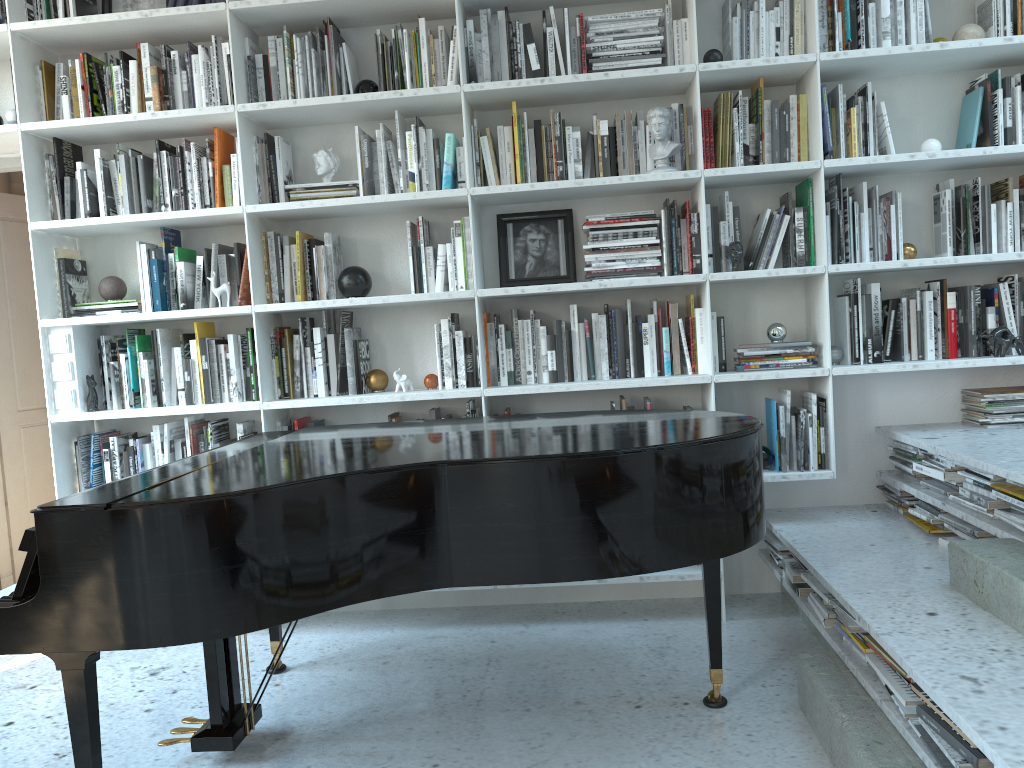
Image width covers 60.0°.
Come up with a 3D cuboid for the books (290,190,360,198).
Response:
[{"bbox_3d":[-0.723,-0.732,3.469,0.254,0.012,0.160,-4,3,0],"label":"books"}]

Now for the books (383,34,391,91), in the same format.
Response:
[{"bbox_3d":[-0.464,-1.191,3.397,0.005,0.236,0.178,-3,4,5],"label":"books"}]

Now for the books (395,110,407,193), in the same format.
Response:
[{"bbox_3d":[-0.419,-0.872,3.435,0.010,0.330,0.173,-3,4,5],"label":"books"}]

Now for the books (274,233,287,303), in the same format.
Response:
[{"bbox_3d":[-0.893,-0.449,3.510,0.026,0.275,0.154,-3,4,5],"label":"books"}]

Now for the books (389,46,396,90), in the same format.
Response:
[{"bbox_3d":[-0.443,-1.176,3.419,0.011,0.200,0.162,-3,4,5],"label":"books"}]

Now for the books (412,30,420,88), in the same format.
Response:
[{"bbox_3d":[-0.356,-1.207,3.409,0.017,0.253,0.139,-3,4,5],"label":"books"}]

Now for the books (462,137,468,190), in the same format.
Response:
[{"bbox_3d":[-0.163,-0.832,3.431,0.026,0.217,0.126,-3,4,5],"label":"books"}]

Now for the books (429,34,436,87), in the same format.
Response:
[{"bbox_3d":[-0.290,-1.199,3.407,0.011,0.230,0.165,-3,4,5],"label":"books"}]

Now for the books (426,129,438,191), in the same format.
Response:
[{"bbox_3d":[-0.301,-0.843,3.444,0.022,0.256,0.152,-3,4,5],"label":"books"}]

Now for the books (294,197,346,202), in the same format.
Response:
[{"bbox_3d":[-0.720,-0.708,3.481,0.254,0.012,0.160,-3,3,5],"label":"books"}]

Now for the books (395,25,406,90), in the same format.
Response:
[{"bbox_3d":[-0.423,-1.214,3.413,0.005,0.275,0.157,-3,4,5],"label":"books"}]

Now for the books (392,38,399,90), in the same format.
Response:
[{"bbox_3d":[-0.428,-1.183,3.394,0.006,0.216,0.181,-3,4,5],"label":"books"}]

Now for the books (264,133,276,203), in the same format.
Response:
[{"bbox_3d":[-0.937,-0.826,3.501,0.011,0.298,0.135,-3,4,5],"label":"books"}]

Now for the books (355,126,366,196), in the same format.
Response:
[{"bbox_3d":[-0.574,-0.840,3.445,0.012,0.285,0.159,-3,4,5],"label":"books"}]

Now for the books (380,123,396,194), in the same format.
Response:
[{"bbox_3d":[-0.477,-0.846,3.433,0.012,0.286,0.167,-3,4,5],"label":"books"}]

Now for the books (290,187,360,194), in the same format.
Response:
[{"bbox_3d":[-0.723,-0.744,3.472,0.254,0.012,0.160,-4,3,2],"label":"books"}]

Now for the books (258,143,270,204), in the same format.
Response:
[{"bbox_3d":[-0.954,-0.804,3.486,0.024,0.257,0.133,-3,4,5],"label":"books"}]

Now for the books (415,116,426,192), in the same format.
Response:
[{"bbox_3d":[-0.343,-0.862,3.424,0.011,0.301,0.178,-3,4,5],"label":"books"}]

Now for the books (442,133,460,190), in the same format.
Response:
[{"bbox_3d":[-0.235,-0.832,3.416,0.060,0.228,0.179,-3,4,5],"label":"books"}]

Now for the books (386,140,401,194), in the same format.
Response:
[{"bbox_3d":[-0.444,-0.819,3.449,0.048,0.225,0.149,-3,4,5],"label":"books"}]

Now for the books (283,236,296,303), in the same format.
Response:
[{"bbox_3d":[-0.863,-0.444,3.501,0.036,0.263,0.166,-3,4,5],"label":"books"}]

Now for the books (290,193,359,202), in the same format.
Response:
[{"bbox_3d":[-0.722,-0.719,3.472,0.254,0.012,0.160,-4,3,1],"label":"books"}]

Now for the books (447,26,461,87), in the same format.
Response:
[{"bbox_3d":[-0.210,-1.206,3.370,0.064,0.237,0.208,-3,4,5],"label":"books"}]

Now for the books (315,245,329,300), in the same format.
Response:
[{"bbox_3d":[-0.726,-0.429,3.487,0.028,0.216,0.175,-3,4,5],"label":"books"}]

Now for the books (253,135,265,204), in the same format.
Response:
[{"bbox_3d":[-0.973,-0.817,3.493,0.012,0.285,0.159,-3,4,5],"label":"books"}]

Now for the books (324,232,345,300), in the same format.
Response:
[{"bbox_3d":[-0.698,-0.456,3.498,0.028,0.266,0.144,-3,4,5],"label":"books"}]

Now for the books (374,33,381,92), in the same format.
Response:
[{"bbox_3d":[-0.502,-1.199,3.428,0.005,0.254,0.160,-3,4,5],"label":"books"}]

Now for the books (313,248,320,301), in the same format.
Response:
[{"bbox_3d":[-0.744,-0.424,3.492,0.011,0.208,0.180,-3,4,5],"label":"books"}]

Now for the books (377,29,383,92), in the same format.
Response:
[{"bbox_3d":[-0.493,-1.211,3.434,0.012,0.276,0.129,-3,4,5],"label":"books"}]

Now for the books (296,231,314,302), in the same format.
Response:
[{"bbox_3d":[-0.808,-0.452,3.478,0.026,0.274,0.190,-3,4,5],"label":"books"}]

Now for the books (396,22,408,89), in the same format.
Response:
[{"bbox_3d":[-0.404,-1.222,3.421,0.033,0.288,0.155,-3,4,5],"label":"books"}]

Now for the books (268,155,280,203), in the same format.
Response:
[{"bbox_3d":[-0.913,-0.783,3.492,0.034,0.210,0.136,-3,4,5],"label":"books"}]

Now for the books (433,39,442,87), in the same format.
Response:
[{"bbox_3d":[-0.272,-1.193,3.407,0.024,0.216,0.142,-3,4,5],"label":"books"}]

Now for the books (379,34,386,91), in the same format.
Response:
[{"bbox_3d":[-0.481,-1.193,3.407,0.005,0.240,0.173,-3,4,5],"label":"books"}]

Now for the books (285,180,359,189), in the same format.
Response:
[{"bbox_3d":[-0.725,-0.768,3.468,0.285,0.012,0.159,-4,3,1],"label":"books"}]

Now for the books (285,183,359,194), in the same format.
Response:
[{"bbox_3d":[-0.724,-0.756,3.474,0.285,0.012,0.159,-3,3,7],"label":"books"}]

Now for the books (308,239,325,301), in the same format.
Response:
[{"bbox_3d":[-0.763,-0.444,3.513,0.028,0.248,0.142,-3,4,5],"label":"books"}]

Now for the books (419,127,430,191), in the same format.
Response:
[{"bbox_3d":[-0.325,-0.843,3.425,0.023,0.260,0.170,-3,4,5],"label":"books"}]

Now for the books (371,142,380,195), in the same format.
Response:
[{"bbox_3d":[-0.513,-0.816,3.465,0.024,0.227,0.137,-3,4,5],"label":"books"}]

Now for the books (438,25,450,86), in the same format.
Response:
[{"bbox_3d":[-0.252,-1.214,3.394,0.022,0.257,0.155,-3,4,5],"label":"books"}]

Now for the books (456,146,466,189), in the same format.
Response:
[{"bbox_3d":[-0.189,-0.812,3.432,0.027,0.181,0.141,-3,4,5],"label":"books"}]

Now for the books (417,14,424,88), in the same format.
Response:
[{"bbox_3d":[-0.336,-1.234,3.401,0.006,0.304,0.165,-3,4,5],"label":"books"}]

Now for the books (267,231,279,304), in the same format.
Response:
[{"bbox_3d":[-0.919,-0.452,3.506,0.025,0.285,0.145,-3,4,5],"label":"books"}]

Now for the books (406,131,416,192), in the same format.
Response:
[{"bbox_3d":[-0.373,-0.833,3.430,0.028,0.247,0.170,-3,4,5],"label":"books"}]

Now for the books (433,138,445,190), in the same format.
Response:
[{"bbox_3d":[-0.276,-0.826,3.443,0.026,0.219,0.149,-3,4,5],"label":"books"}]

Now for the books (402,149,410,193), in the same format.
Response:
[{"bbox_3d":[-0.396,-0.804,3.453,0.025,0.189,0.140,-3,4,5],"label":"books"}]

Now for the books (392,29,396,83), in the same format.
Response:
[{"bbox_3d":[-0.435,-1.210,3.424,0.009,0.267,0.149,-3,4,5],"label":"books"}]

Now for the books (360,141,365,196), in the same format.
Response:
[{"bbox_3d":[-0.561,-0.815,3.459,0.010,0.232,0.154,-3,4,5],"label":"books"}]

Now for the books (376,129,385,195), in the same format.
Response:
[{"bbox_3d":[-0.493,-0.837,3.447,0.022,0.267,0.151,-3,4,5],"label":"books"}]

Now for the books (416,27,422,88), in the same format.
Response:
[{"bbox_3d":[-0.340,-1.208,3.401,0.006,0.253,0.180,-3,4,5],"label":"books"}]

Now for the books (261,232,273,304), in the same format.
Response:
[{"bbox_3d":[-0.949,-0.451,3.518,0.012,0.285,0.159,-3,4,5],"label":"books"}]

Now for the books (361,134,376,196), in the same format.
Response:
[{"bbox_3d":[-0.543,-0.823,3.438,0.030,0.247,0.174,-3,4,5],"label":"books"}]

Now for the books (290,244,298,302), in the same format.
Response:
[{"bbox_3d":[-0.831,-0.429,3.503,0.025,0.228,0.152,-3,4,5],"label":"books"}]

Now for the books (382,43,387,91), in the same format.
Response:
[{"bbox_3d":[-0.470,-1.182,3.424,0.013,0.216,0.149,-3,4,5],"label":"books"}]

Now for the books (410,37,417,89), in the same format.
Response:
[{"bbox_3d":[-0.367,-1.199,3.422,0.011,0.236,0.130,-3,4,5],"label":"books"}]

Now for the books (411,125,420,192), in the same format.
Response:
[{"bbox_3d":[-0.355,-0.843,3.418,0.012,0.266,0.192,-3,4,5],"label":"books"}]

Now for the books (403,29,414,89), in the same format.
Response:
[{"bbox_3d":[-0.382,-1.200,3.387,0.013,0.244,0.188,-3,4,5],"label":"books"}]

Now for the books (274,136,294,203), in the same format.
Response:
[{"bbox_3d":[-0.888,-0.818,3.482,0.021,0.278,0.136,-3,4,5],"label":"books"}]

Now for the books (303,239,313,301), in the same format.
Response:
[{"bbox_3d":[-0.785,-0.440,3.498,0.014,0.244,0.153,-3,4,5],"label":"books"}]
